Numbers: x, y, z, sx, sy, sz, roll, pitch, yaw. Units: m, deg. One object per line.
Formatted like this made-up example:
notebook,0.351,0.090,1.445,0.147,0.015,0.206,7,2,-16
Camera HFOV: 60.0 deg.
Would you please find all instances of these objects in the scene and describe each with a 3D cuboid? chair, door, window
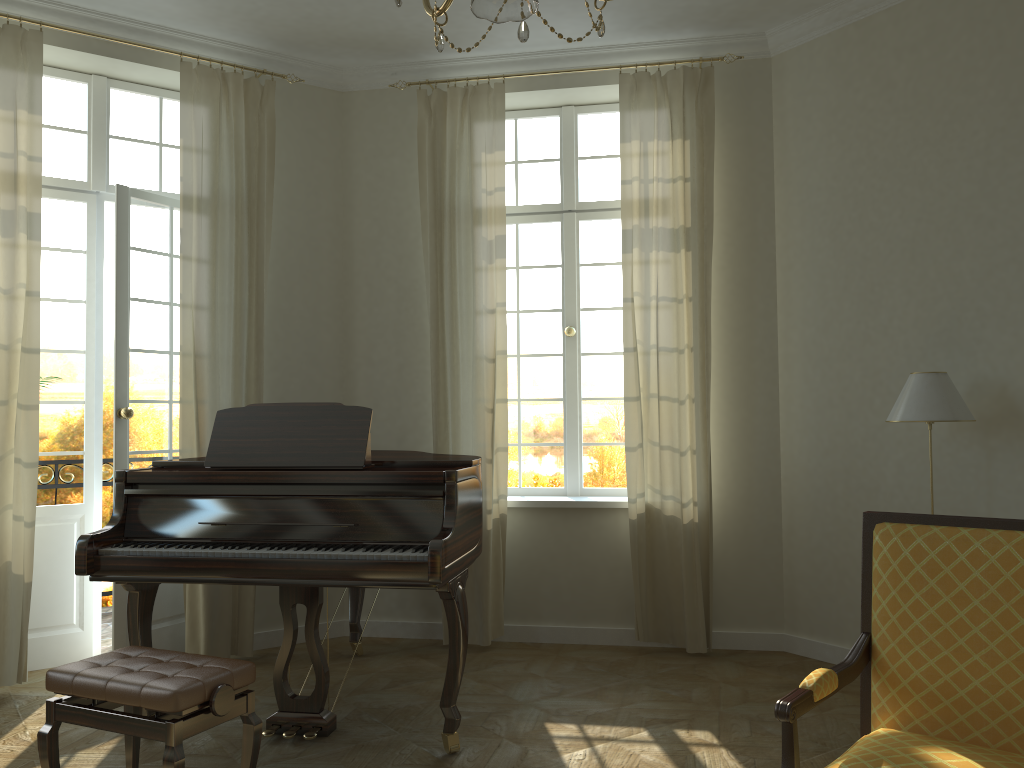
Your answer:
chair,1.051,0.879,2.012,0.730,1.083,0.671,-3,-3,40
door,-2.299,0.234,4.977,1.385,2.690,0.425,1,-3,-34
window,0.379,-0.546,5.730,1.400,2.550,0.181,-1,-2,10
chair,-1.188,1.205,2.920,0.638,0.563,0.385,-2,-3,25
window,-2.424,-1.462,5.196,1.380,0.680,0.055,1,-3,-35

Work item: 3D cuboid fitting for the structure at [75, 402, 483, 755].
structure,-0.834,0.817,4.300,1.514,1.439,1.856,-1,-2,10

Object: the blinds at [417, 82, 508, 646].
blinds,-0.303,-0.142,5.342,0.554,3.384,0.162,-1,-2,15

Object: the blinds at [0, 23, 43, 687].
blinds,-2.661,-0.148,4.408,0.552,3.386,0.159,1,-3,-38

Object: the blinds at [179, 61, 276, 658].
blinds,-1.611,-0.137,5.075,0.554,3.386,0.162,1,-3,-40

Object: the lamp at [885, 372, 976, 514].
lamp,1.943,0.722,4.088,0.380,1.552,0.380,1,-3,-40

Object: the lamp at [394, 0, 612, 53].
lamp,-0.022,-1.443,1.730,0.662,1.466,0.661,-2,-3,25

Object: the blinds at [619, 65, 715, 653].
blinds,0.929,-0.160,5.170,0.552,3.381,0.159,-1,-2,13
